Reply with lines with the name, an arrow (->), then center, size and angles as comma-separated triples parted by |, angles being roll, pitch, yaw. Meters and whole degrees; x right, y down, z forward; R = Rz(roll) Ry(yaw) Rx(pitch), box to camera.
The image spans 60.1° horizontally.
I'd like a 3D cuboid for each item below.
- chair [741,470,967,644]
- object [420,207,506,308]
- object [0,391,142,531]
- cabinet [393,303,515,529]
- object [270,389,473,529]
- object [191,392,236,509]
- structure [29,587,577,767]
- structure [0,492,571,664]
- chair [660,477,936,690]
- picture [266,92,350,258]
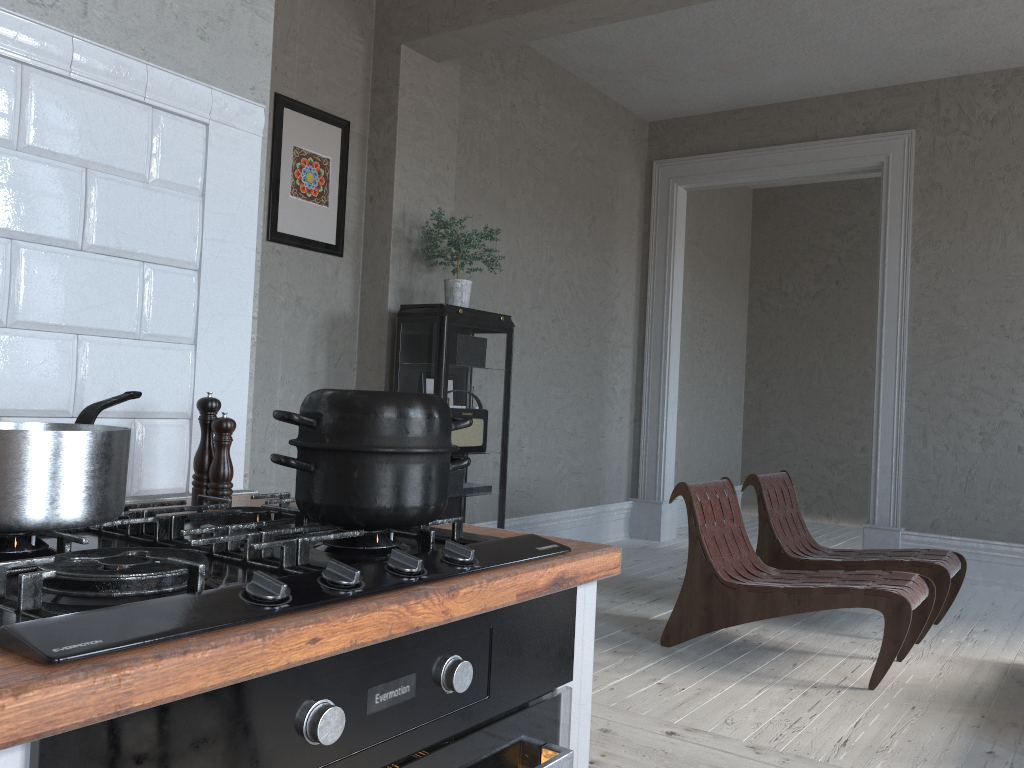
chair -> 1.715, 0.841, 4.490 | 0.997, 0.721, 0.517 | 2, -1, 34
object -> -0.251, -0.618, 4.418 | 0.406, 0.506, 0.405 | 4, -1, -40
object -> -0.507, 0.072, 0.961 | 0.177, 0.134, 0.299 | 3, -1, -21
cabinet -> -0.300, 0.369, 4.390 | 0.341, 1.471, 0.630 | 2, -1, 35
object -> -0.155, 0.082, 1.005 | 0.188, 0.147, 0.195 | 2, -1, 14
object -> -0.435, 0.095, 1.294 | 0.071, 0.167, 0.036 | 2, -1, 34
structure -> -0.341, 0.526, 0.936 | 0.606, 0.623, 0.634 | 2, -1, 34
structure -> -0.305, 0.163, 0.926 | 0.486, 0.031, 0.618 | 2, -1, 35
chair -> 1.216, 0.804, 3.773 | 0.997, 0.721, 0.517 | 2, -1, 34
picture -> -0.954, -0.972, 4.187 | 0.019, 0.677, 0.468 | 2, -1, 35
